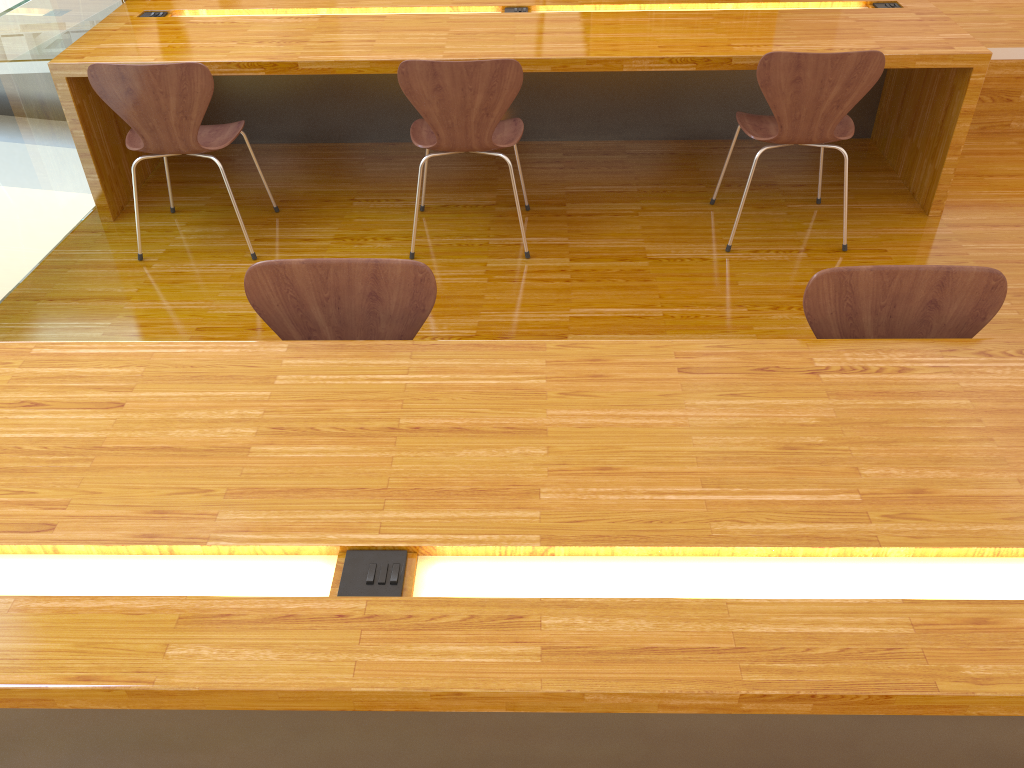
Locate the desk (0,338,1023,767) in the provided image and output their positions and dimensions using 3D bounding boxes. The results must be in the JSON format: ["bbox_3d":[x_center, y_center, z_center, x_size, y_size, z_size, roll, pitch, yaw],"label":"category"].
[{"bbox_3d":[-0.219,0.673,1.497,3.236,0.918,1.285,0,38,1],"label":"desk"}]

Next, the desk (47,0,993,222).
[{"bbox_3d":[0.018,-1.095,3.470,3.185,0.606,0.760,0,38,1],"label":"desk"}]

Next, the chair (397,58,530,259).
[{"bbox_3d":[-0.152,-0.830,3.062,0.428,0.693,0.381,0,38,1],"label":"chair"}]

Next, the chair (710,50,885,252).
[{"bbox_3d":[0.967,-0.855,3.063,0.428,0.693,0.381,0,38,1],"label":"chair"}]

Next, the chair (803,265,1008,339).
[{"bbox_3d":[0.772,0.155,1.794,0.428,0.693,0.381,0,38,1],"label":"chair"}]

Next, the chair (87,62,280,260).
[{"bbox_3d":[-1.123,-0.828,3.086,0.428,0.693,0.381,0,38,1],"label":"chair"}]

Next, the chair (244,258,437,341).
[{"bbox_3d":[-0.345,0.133,1.853,0.428,0.693,0.381,0,38,1],"label":"chair"}]
